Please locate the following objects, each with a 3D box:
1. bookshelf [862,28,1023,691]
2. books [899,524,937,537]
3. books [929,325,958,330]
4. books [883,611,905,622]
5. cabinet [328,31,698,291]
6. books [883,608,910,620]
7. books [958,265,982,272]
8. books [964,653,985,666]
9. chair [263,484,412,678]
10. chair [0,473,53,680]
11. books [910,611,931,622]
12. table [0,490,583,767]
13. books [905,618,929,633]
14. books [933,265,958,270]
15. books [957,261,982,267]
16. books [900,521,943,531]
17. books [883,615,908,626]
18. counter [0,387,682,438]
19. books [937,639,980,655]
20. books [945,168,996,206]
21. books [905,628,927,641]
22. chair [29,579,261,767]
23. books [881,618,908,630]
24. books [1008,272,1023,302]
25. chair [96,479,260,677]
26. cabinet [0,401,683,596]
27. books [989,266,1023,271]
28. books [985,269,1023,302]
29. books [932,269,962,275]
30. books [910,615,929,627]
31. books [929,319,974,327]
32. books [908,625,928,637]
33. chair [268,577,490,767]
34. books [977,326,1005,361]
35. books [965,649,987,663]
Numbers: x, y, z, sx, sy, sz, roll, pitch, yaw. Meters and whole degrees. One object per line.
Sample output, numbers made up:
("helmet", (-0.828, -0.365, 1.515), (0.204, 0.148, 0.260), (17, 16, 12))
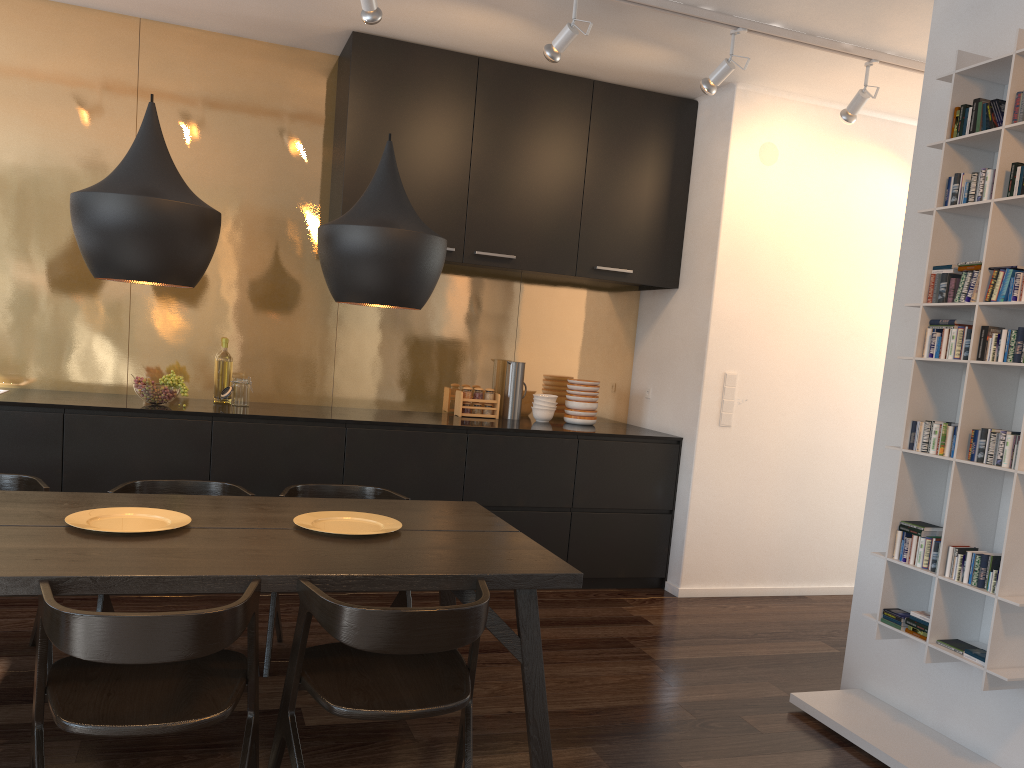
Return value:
("bookshelf", (1.605, -0.074, 2.936), (0.227, 2.091, 0.633), (3, 7, -20))
("books", (1.445, 0.523, 3.152), (0.069, 0.023, 0.106), (4, 3, -20))
("books", (1.528, -0.194, 3.074), (0.093, 0.012, 0.111), (4, 3, -20))
("books", (1.399, 0.838, 3.190), (0.070, 0.015, 0.092), (4, 3, -20))
("cabinet", (0.017, -1.158, 4.942), (1.958, 1.059, 0.527), (4, 6, -20))
("books", (1.402, 0.828, 3.184), (0.069, 0.009, 0.106), (4, 3, -20))
("books", (1.548, -0.381, 2.933), (0.069, 0.018, 0.106), (4, 3, -20))
("books", (1.527, 0.893, 2.864), (0.070, 0.014, 0.091), (4, 3, -20))
("chair", (-0.703, 0.780, 3.591), (0.594, 0.676, 0.515), (3, 5, -20))
("chair", (-1.952, 0.690, 3.170), (0.594, 0.676, 0.515), (3, 6, -23))
("books", (1.445, 0.809, 3.069), (0.070, 0.014, 0.091), (4, 3, -20))
("table", (-1.173, 0.773, 2.721), (2.503, 0.684, 1.098), (4, 4, -20))
("books", (1.436, 0.841, 3.079), (0.069, 0.023, 0.106), (4, 3, -20))
("books", (1.514, -0.399, 3.051), (0.070, 0.014, 0.092), (4, 3, -14))
("books", (1.558, -0.395, 2.934), (0.093, 0.015, 0.111), (4, 3, -20))
("books", (1.463, 0.506, 3.154), (0.093, 0.012, 0.111), (4, 3, -20))
("books", (1.399, 0.851, 3.190), (0.070, 0.014, 0.091), (4, 3, -20))
("counter", (-1.526, 0.109, 4.491), (5.067, 0.002, 0.726), (4, 3, -20))
("books", (1.509, 0.885, 2.979), (0.093, 0.012, 0.111), (4, 3, -20))
("books", (1.576, -0.653, 2.963), (0.109, 0.113, 0.220), (3, 4, -20))
("books", (1.438, 0.875, 3.084), (0.069, 0.016, 0.106), (4, 3, -20))
("chair", (-0.912, 0.823, 2.214), (0.594, 0.676, 0.515), (3, 5, -19))
("books", (1.397, 0.865, 3.191), (0.074, 0.015, 0.098), (4, 3, -20))
("books", (1.637, -0.306, 2.739), (0.122, 0.113, 0.135), (3, 5, -20))
("chair", (-1.275, 0.739, 3.384), (0.594, 0.676, 0.515), (3, 6, -21))
("cabinet", (-1.565, 0.557, 4.544), (5.070, 0.907, 0.726), (4, 5, -20))
("books", (1.592, -0.368, 2.824), (0.069, 0.008, 0.106), (4, 3, -20))
("books", (1.591, -0.311, 2.838), (0.096, 0.108, 0.087), (3, 5, -20))
("books", (1.515, -0.385, 3.057), (0.070, 0.014, 0.091), (4, 3, -20))
("books", (1.443, 0.823, 3.070), (0.070, 0.014, 0.091), (4, 3, -20))
("books", (1.532, -0.210, 3.076), (0.096, 0.022, 0.111), (4, 3, -20))
("books", (1.439, 0.860, 3.075), (0.070, 0.014, 0.091), (4, 3, -20))
("chair", (-0.337, 0.864, 2.422), (0.594, 0.676, 0.515), (3, 6, -21))
("books", (1.565, -0.129, 2.893), (0.074, 0.116, 0.028), (3, 7, -20))
("books", (1.526, 0.879, 2.857), (0.070, 0.014, 0.092), (4, 3, -14))
